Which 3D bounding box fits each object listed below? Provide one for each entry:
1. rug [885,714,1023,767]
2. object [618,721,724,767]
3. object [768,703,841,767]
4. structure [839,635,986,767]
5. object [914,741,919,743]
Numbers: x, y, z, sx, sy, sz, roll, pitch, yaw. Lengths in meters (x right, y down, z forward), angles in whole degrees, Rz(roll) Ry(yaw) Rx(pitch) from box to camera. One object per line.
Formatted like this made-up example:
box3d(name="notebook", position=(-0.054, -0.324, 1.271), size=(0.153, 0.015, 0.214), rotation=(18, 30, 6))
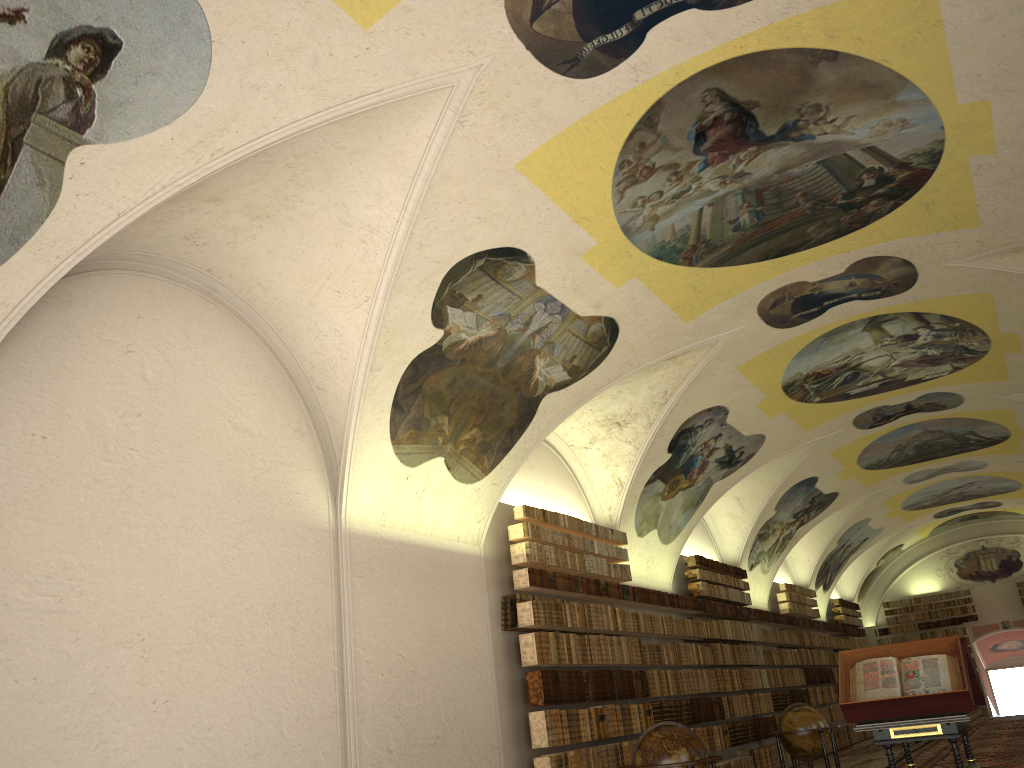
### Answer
box3d(name="rug", position=(9.810, 7.276, 17.439), size=(4.715, 0.064, 37.057), rotation=(-18, -24, 26))
box3d(name="object", position=(1.955, 4.830, 10.680), size=(1.279, 1.439, 1.287), rotation=(-3, -21, -8))
box3d(name="object", position=(5.380, 6.585, 16.203), size=(1.279, 1.439, 1.287), rotation=(2, -22, -22))
box3d(name="structure", position=(4.478, 3.834, 9.606), size=(1.248, 1.968, 1.899), rotation=(-17, -23, 27))
box3d(name="object", position=(10.967, 9.452, 25.223), size=(1.279, 1.439, 1.287), rotation=(0, -22, -18))
